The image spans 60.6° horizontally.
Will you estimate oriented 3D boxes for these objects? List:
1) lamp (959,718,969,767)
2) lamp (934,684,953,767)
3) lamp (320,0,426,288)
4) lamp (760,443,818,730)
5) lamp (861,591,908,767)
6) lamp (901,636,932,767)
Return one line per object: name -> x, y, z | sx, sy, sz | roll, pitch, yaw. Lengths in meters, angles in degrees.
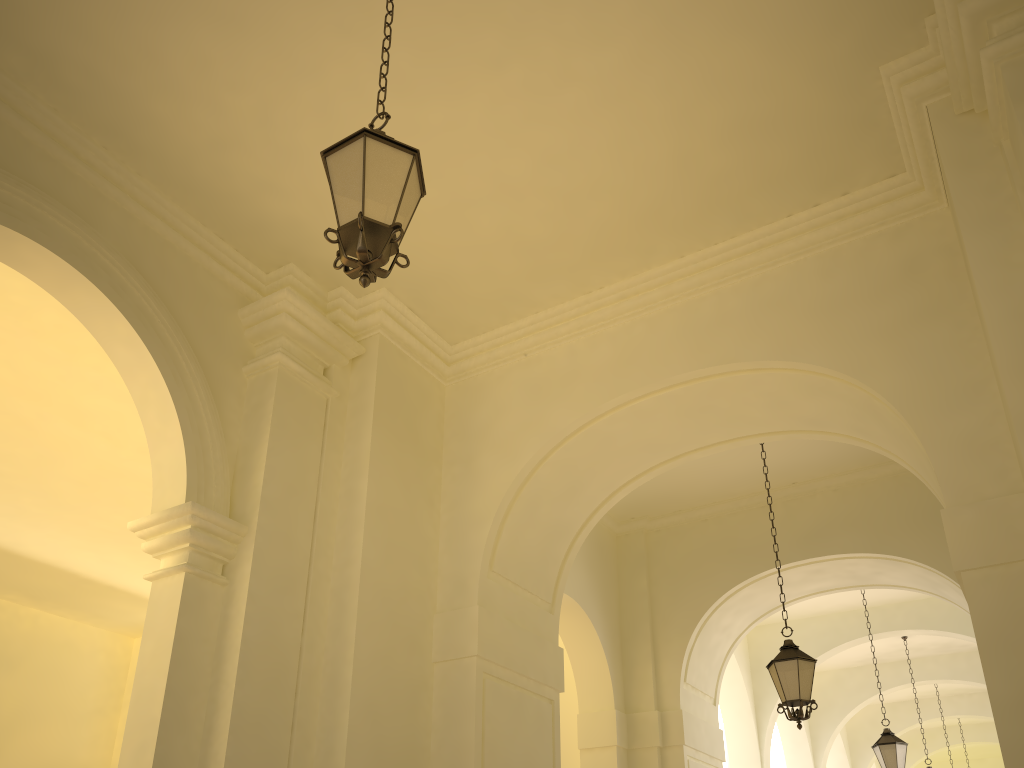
lamp -> 11.482, 9.869, 21.894 | 0.519, 3.108, 0.463 | -15, -30, 28
lamp -> 9.483, 8.047, 18.955 | 0.519, 3.108, 0.463 | -15, -30, 28
lamp -> -0.625, -1.487, 4.257 | 0.517, 2.409, 0.464 | 14, -30, -25
lamp -> 2.767, 1.927, 9.084 | 0.442, 3.108, 0.543 | -1, -26, 2
lamp -> 5.422, 4.347, 12.987 | 0.519, 3.108, 0.463 | -15, -30, 28
lamp -> 7.471, 6.214, 15.998 | 0.519, 3.108, 0.463 | -15, -30, 28
